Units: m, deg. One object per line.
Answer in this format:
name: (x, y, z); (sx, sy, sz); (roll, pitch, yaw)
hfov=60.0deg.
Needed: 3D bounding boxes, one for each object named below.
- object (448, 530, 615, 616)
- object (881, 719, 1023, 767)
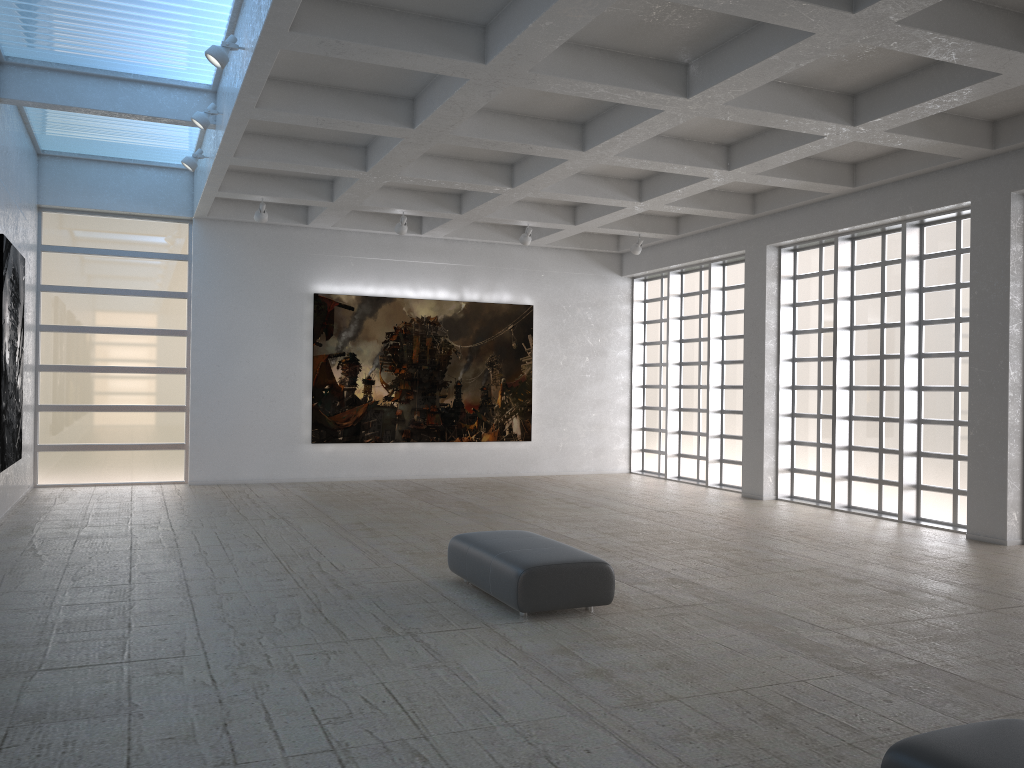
object: (0.207, 2.933, 14.081); (1.616, 0.828, 3.044); (1, 0, -23)
object: (3.946, 2.946, 5.326); (1.616, 0.828, 3.044); (1, 0, -23)
